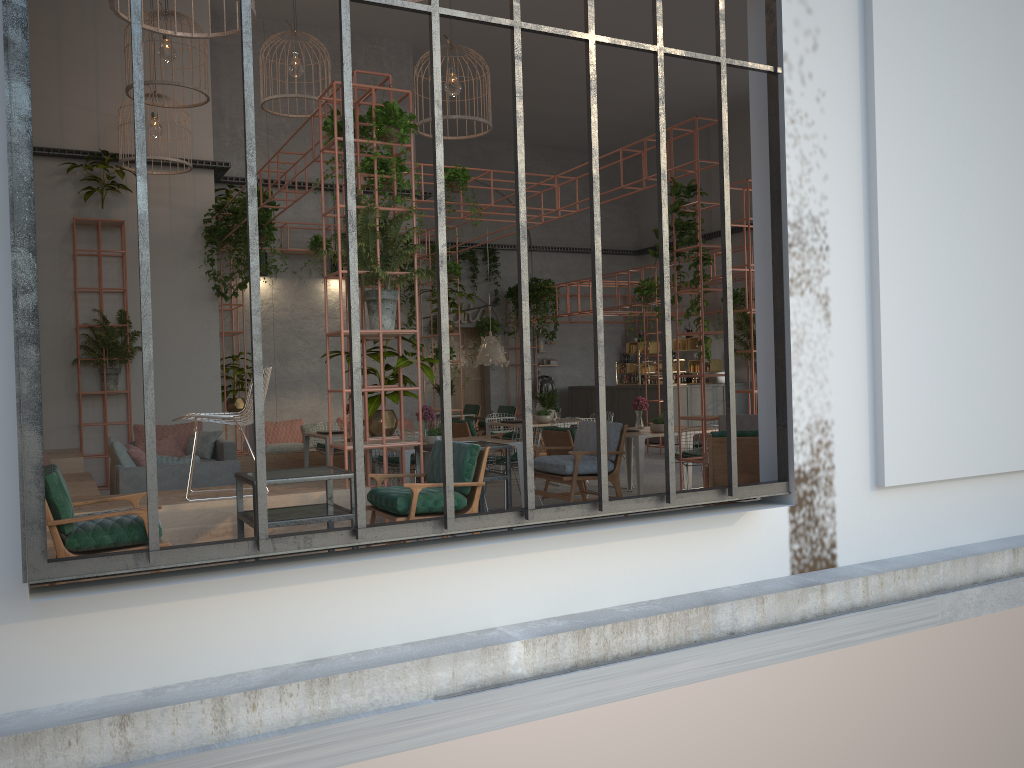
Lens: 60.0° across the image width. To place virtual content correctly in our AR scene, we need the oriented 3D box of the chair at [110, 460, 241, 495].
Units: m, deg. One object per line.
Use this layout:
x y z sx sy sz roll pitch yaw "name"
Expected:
-3.165 0.991 8.319 1.056 0.586 1.127 -2 1 -27 "chair"

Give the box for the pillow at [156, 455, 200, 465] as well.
-3.062 0.799 8.183 0.499 0.324 0.307 -2 1 8 "pillow"

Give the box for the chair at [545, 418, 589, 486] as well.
0.786 0.939 12.572 0.565 0.941 0.717 -2 1 -11 "chair"

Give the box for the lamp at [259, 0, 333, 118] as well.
-2.776 -5.232 11.207 0.883 3.476 0.883 -1 1 25 "lamp"

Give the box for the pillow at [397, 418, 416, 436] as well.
-1.919 0.785 14.863 0.666 0.385 0.289 -2 1 -32 "pillow"

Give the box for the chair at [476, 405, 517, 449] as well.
-0.312 0.923 18.466 0.685 0.930 0.722 -2 1 -27 "chair"

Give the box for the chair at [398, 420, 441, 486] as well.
-1.265 1.000 12.559 0.717 0.941 0.565 -2 1 -31 "chair"

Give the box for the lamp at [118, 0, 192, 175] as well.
-4.654 -4.542 11.454 0.883 3.476 0.883 -1 1 25 "lamp"

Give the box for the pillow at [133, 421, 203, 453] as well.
-4.325 0.727 11.194 0.836 0.476 0.273 -2 1 -27 "pillow"

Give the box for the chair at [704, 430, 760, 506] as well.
1.795 0.787 6.550 0.722 0.917 0.685 -2 1 13 "chair"

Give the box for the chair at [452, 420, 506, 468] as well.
-0.504 0.977 13.041 0.685 0.917 0.722 -2 1 -27 "chair"

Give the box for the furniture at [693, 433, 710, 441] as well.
3.694 1.067 15.850 0.941 0.446 0.976 -2 1 -27 "furniture"

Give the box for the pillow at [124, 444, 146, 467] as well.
-3.438 0.760 8.254 0.289 0.385 0.666 -2 1 -27 "pillow"

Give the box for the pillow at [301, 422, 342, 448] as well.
-3.057 0.825 14.274 0.666 0.385 0.289 -2 1 -32 "pillow"

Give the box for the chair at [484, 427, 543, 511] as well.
-0.006 0.987 10.131 0.717 0.941 0.565 -2 1 -31 "chair"

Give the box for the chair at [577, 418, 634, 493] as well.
1.221 0.934 11.753 0.565 0.941 0.717 -2 1 -26 "chair"

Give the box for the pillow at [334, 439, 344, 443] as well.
-2.573 0.951 14.071 0.637 0.149 0.491 -2 1 -26 "pillow"

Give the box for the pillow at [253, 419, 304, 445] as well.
-3.638 0.797 13.996 0.839 0.474 0.276 -2 1 -37 "pillow"

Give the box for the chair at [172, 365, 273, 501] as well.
-2.106 0.341 6.502 0.717 0.941 0.565 -2 1 -19 "chair"

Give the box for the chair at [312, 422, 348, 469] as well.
-2.581 1.036 12.918 0.565 0.941 0.717 -2 1 -26 "chair"

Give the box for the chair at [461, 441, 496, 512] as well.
-0.460 1.014 8.844 0.565 0.941 0.717 -2 1 -11 "chair"

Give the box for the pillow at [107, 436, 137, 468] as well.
-3.579 0.733 8.196 0.276 0.474 0.839 -2 1 -27 "pillow"

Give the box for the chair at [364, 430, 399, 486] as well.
-1.719 1.027 11.273 0.565 0.941 0.717 -2 1 -11 "chair"

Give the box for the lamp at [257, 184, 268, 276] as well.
-3.925 -2.408 13.841 0.179 1.425 0.185 -2 1 -27 "lamp"

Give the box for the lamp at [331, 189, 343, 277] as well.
-2.853 -2.446 14.397 0.179 1.425 0.185 -2 1 -27 "lamp"

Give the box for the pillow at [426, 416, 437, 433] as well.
-1.554 0.718 15.741 0.276 0.474 0.839 -2 1 -37 "pillow"

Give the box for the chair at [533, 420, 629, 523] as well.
0.575 0.805 7.819 0.685 0.929 0.722 -2 1 -27 "chair"

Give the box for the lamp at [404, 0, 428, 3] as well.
-0.923 -4.602 6.273 0.883 3.476 0.883 -1 1 25 "lamp"

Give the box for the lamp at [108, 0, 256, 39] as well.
-2.160 -4.124 5.687 0.883 3.476 0.883 -1 1 25 "lamp"

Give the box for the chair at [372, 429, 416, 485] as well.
-1.322 1.023 10.489 0.565 0.941 0.717 -2 1 -26 "chair"

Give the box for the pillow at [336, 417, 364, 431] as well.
-2.482 0.757 14.547 0.839 0.474 0.276 -2 1 -7 "pillow"

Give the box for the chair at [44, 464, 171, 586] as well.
-2.314 0.920 5.008 0.685 0.929 0.722 -2 1 -27 "chair"

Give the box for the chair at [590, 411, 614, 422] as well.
1.240 0.912 13.858 0.717 0.941 0.565 -2 1 -31 "chair"

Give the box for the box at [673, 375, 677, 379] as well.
3.895 -0.162 21.115 0.058 0.093 0.122 -2 1 -16 "box"

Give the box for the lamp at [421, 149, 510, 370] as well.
-1.265 -2.312 18.035 0.704 4.052 4.456 -2 1 -27 "lamp"

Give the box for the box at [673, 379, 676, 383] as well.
3.863 -0.068 21.095 0.058 0.093 0.122 -2 1 -27 "box"

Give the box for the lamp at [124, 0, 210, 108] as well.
-3.914 -4.967 9.948 0.883 3.476 0.883 -1 1 25 "lamp"

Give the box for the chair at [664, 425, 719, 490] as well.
2.082 0.925 10.108 0.565 0.941 0.717 -2 1 -11 "chair"

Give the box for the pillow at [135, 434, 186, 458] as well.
-4.305 0.795 10.902 0.441 0.317 0.479 -1 1 44 "pillow"

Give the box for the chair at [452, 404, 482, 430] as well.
-1.110 0.931 20.005 0.685 0.930 0.722 -2 1 -27 "chair"

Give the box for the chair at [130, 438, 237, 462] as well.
-4.035 1.035 10.885 1.127 0.672 1.052 -2 1 -27 "chair"

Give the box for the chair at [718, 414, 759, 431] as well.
2.304 0.755 8.390 0.722 0.914 0.685 -2 1 13 "chair"

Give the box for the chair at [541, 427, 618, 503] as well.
0.792 0.963 10.578 0.685 0.917 0.722 -2 1 -27 "chair"

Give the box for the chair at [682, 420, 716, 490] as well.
2.537 0.898 11.395 0.717 0.941 0.565 -2 1 -31 "chair"

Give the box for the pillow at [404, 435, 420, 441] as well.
-1.671 0.919 14.539 0.637 0.149 0.491 -2 1 -26 "pillow"

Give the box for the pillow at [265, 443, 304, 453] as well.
-3.503 0.984 13.589 0.637 0.149 0.491 -2 1 -26 "pillow"

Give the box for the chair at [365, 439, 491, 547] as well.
-0.572 0.859 5.911 0.685 0.929 0.722 -2 1 -27 "chair"

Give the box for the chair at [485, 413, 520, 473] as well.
-0.076 0.948 14.216 0.565 0.941 0.717 -2 1 -26 "chair"

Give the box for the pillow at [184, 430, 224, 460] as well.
-3.880 0.761 11.061 0.495 0.349 0.308 -1 1 22 "pillow"

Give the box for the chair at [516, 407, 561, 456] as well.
0.503 0.914 16.894 0.685 0.929 0.722 -2 1 -27 "chair"

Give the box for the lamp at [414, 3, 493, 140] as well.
-0.719 -4.647 10.126 0.883 3.476 0.883 -1 1 25 "lamp"

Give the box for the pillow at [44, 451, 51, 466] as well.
-5.313 0.820 9.776 0.276 0.474 0.839 -2 1 -7 "pillow"
